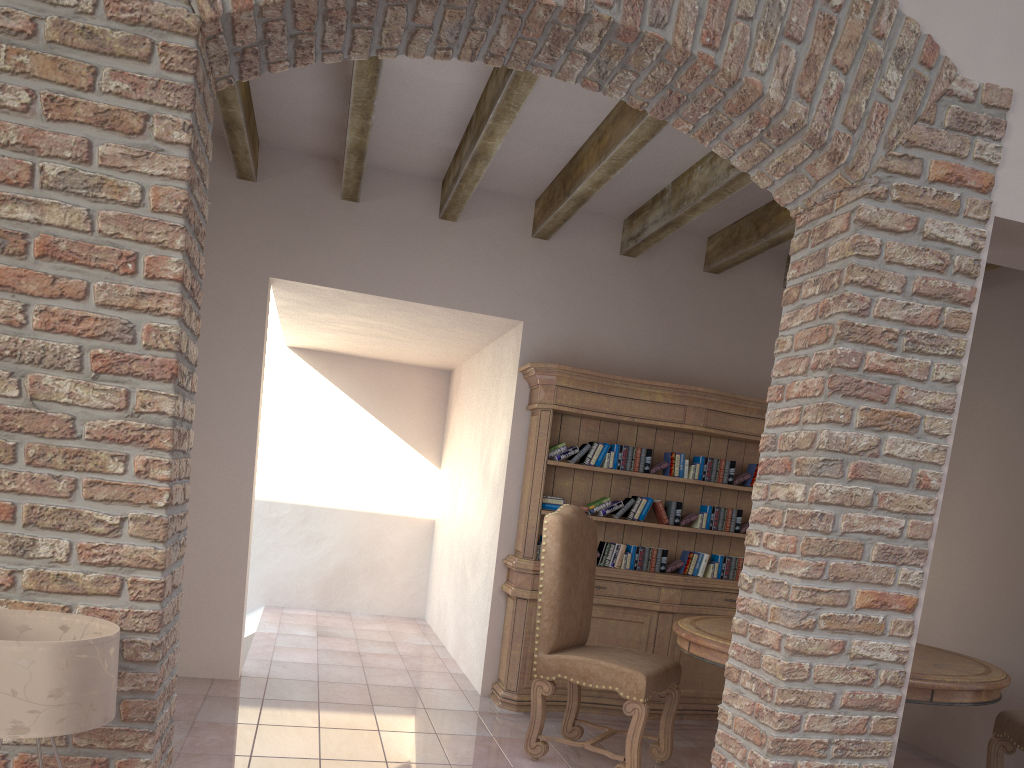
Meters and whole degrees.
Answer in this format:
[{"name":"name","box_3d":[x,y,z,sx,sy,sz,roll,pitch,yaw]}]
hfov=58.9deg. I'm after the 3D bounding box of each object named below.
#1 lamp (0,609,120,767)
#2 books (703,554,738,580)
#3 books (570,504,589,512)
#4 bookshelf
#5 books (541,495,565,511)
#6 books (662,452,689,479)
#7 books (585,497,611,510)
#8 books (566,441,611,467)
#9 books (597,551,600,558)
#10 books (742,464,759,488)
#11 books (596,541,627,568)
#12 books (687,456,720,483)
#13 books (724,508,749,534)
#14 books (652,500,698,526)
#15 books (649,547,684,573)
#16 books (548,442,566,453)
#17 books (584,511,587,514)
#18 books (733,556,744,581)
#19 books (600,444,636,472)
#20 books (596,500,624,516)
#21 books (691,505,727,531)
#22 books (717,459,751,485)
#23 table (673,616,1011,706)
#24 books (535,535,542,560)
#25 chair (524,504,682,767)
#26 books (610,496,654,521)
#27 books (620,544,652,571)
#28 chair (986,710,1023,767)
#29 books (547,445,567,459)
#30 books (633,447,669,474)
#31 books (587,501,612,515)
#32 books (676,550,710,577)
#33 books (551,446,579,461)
[{"name":"lamp","box_3d":[-1.137,0.965,2.087,0.391,0.868,0.396,5,5,-13]},{"name":"books","box_3d":[1.303,1.142,5.662,0.184,0.147,0.132,7,1,-15]},{"name":"books","box_3d":[0.369,0.732,5.368,0.145,0.031,0.120,8,-6,-13]},{"name":"bookshelf","box_3d":[0.935,1.050,5.536,2.045,2.045,0.468,7,7,-14]},{"name":"books","box_3d":[0.219,0.699,5.327,0.156,0.083,0.120,8,-2,-14]},{"name":"books","box_3d":[0.994,0.493,5.477,0.136,0.150,0.119,7,2,-13]},{"name":"books","box_3d":[0.506,0.710,5.399,0.133,0.089,0.117,7,-1,-13]},{"name":"books","box_3d":[0.449,0.411,5.333,0.234,0.151,0.119,8,2,-14]},{"name":"books","box_3d":[0.413,1.005,5.424,0.227,0.150,0.119,8,2,-14]},{"name":"books","box_3d":[1.534,0.576,5.621,0.164,0.152,0.119,7,2,-14]},{"name":"books","box_3d":[0.592,1.031,5.471,0.164,0.152,0.119,7,2,-14]},{"name":"books","box_3d":[1.159,0.519,5.523,0.184,0.147,0.132,7,1,-15]},{"name":"books","box_3d":[1.414,0.856,5.639,0.227,0.150,0.119,8,2,-14]},{"name":"books","box_3d":[0.991,0.790,5.527,0.294,0.150,0.119,8,2,-14]},{"name":"books","box_3d":[0.942,1.087,5.564,0.227,0.150,0.119,8,2,-14]},{"name":"books","box_3d":[0.233,0.376,5.278,0.133,0.089,0.117,7,-1,-13]},{"name":"books","box_3d":[0.358,0.755,5.369,0.145,0.018,0.120,9,-7,-13]},{"name":"books","box_3d":[1.500,1.173,5.712,0.227,0.150,0.119,8,2,-14]},{"name":"books","box_3d":[0.629,0.437,5.382,0.184,0.147,0.132,7,1,-15]},{"name":"books","box_3d":[0.581,0.744,5.421,0.143,0.106,0.120,7,0,-13]},{"name":"books","box_3d":[1.218,0.825,5.588,0.184,0.147,0.132,7,1,-15]},{"name":"books","box_3d":[1.356,0.551,5.574,0.227,0.150,0.119,8,2,-14]},{"name":"table","box_3d":[1.480,1.606,4.341,1.565,0.756,1.466,10,-5,-37]},{"name":"books","box_3d":[0.217,0.974,5.374,0.184,0.147,0.132,7,1,-15]},{"name":"chair","box_3d":[0.471,1.228,4.374,0.620,1.272,0.550,9,6,26]},{"name":"books","box_3d":[0.722,0.745,5.455,0.234,0.151,0.119,8,2,-14]},{"name":"books","box_3d":[0.745,1.056,5.514,0.184,0.147,0.132,7,1,-15]},{"name":"chair","box_3d":[2.585,1.446,3.995,0.639,1.272,0.534,7,6,2]},{"name":"books","box_3d":[0.238,0.401,5.281,0.140,0.102,0.120,7,-1,-13]},{"name":"books","box_3d":[0.826,0.468,5.433,0.227,0.150,0.119,8,2,-14]},{"name":"books","box_3d":[0.510,0.735,5.402,0.140,0.102,0.120,7,-1,-13]},{"name":"books","box_3d":[1.120,1.113,5.611,0.164,0.152,0.119,7,2,-14]},{"name":"books","box_3d":[0.309,0.410,5.300,0.143,0.106,0.120,7,0,-13]}]
